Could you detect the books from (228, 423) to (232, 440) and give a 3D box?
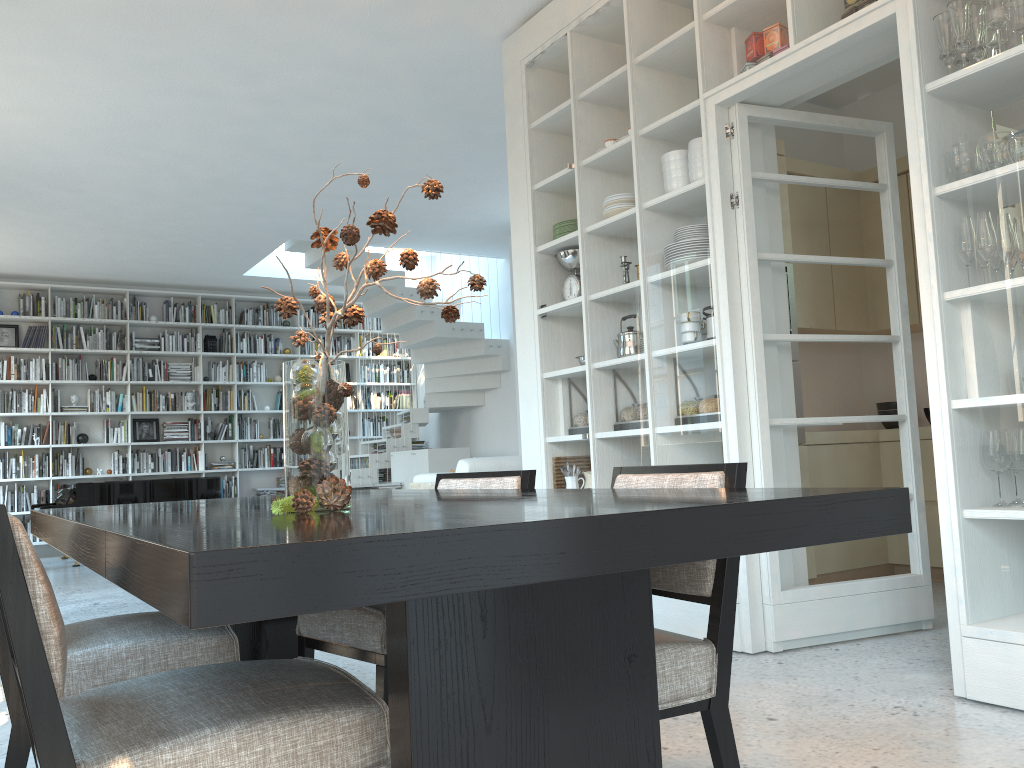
[{"bbox_3d":[-3.622,0.613,11.329,0.029,0.223,0.171,0,-5,-32],"label":"books"}]

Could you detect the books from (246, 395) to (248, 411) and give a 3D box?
[{"bbox_3d":[-3.456,0.257,11.489,0.014,0.209,0.156,0,-5,-32],"label":"books"}]

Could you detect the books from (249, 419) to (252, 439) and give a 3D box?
[{"bbox_3d":[-3.398,0.593,11.482,0.012,0.267,0.183,0,-5,-32],"label":"books"}]

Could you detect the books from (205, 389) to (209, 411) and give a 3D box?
[{"bbox_3d":[-3.873,0.212,11.228,0.035,0.293,0.145,0,-5,-32],"label":"books"}]

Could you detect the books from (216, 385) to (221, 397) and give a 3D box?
[{"bbox_3d":[-3.746,0.191,11.313,0.021,0.337,0.169,0,-5,-32],"label":"books"}]

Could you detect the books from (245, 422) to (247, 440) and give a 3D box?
[{"bbox_3d":[-3.451,0.612,11.433,0.011,0.226,0.188,0,-5,-32],"label":"books"}]

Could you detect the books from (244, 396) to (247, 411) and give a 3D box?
[{"bbox_3d":[-3.462,0.263,11.454,0.017,0.192,0.191,0,-6,-32],"label":"books"}]

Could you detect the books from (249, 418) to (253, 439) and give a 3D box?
[{"bbox_3d":[-3.390,0.586,11.506,0.006,0.285,0.159,0,-5,-32],"label":"books"}]

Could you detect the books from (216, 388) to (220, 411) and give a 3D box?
[{"bbox_3d":[-3.746,0.211,11.289,0.019,0.292,0.182,0,-5,-32],"label":"books"}]

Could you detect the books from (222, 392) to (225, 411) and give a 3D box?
[{"bbox_3d":[-3.697,0.237,11.313,0.027,0.241,0.189,0,-5,-32],"label":"books"}]

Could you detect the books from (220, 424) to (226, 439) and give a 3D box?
[{"bbox_3d":[-3.708,0.621,11.307,0.090,0.215,0.139,0,-5,-32],"label":"books"}]

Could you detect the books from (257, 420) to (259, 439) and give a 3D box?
[{"bbox_3d":[-3.323,0.603,11.538,0.013,0.251,0.173,0,-5,-32],"label":"books"}]

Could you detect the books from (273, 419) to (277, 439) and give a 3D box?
[{"bbox_3d":[-3.127,0.598,11.662,0.015,0.262,0.150,0,-5,-32],"label":"books"}]

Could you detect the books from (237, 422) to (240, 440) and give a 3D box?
[{"bbox_3d":[-3.535,0.608,11.418,0.011,0.239,0.136,0,-5,-32],"label":"books"}]

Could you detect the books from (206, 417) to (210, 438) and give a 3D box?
[{"bbox_3d":[-3.846,0.571,11.213,0.013,0.306,0.141,0,-5,-32],"label":"books"}]

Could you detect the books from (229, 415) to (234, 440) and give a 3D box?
[{"bbox_3d":[-3.593,0.563,11.363,0.014,0.324,0.183,0,-5,-32],"label":"books"}]

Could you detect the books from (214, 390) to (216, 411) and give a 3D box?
[{"bbox_3d":[-3.803,0.222,11.296,0.035,0.278,0.139,0,-5,-32],"label":"books"}]

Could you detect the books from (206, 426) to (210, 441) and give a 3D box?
[{"bbox_3d":[-3.852,0.627,11.185,0.027,0.192,0.182,0,-6,-32],"label":"books"}]

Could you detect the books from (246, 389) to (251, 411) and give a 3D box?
[{"bbox_3d":[-3.417,0.218,11.519,0.013,0.287,0.159,0,-5,-32],"label":"books"}]

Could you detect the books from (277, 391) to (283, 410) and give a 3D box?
[{"bbox_3d":[-3.063,0.232,11.735,0.021,0.264,0.174,0,-5,-32],"label":"books"}]

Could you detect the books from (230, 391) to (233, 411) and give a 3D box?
[{"bbox_3d":[-3.621,0.228,11.403,0.033,0.268,0.142,0,-5,-32],"label":"books"}]

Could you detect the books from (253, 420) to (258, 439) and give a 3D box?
[{"bbox_3d":[-3.334,0.598,11.530,0.014,0.261,0.142,0,-5,-32],"label":"books"}]

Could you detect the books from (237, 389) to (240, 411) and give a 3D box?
[{"bbox_3d":[-3.548,0.216,11.427,0.035,0.287,0.191,0,-5,-32],"label":"books"}]

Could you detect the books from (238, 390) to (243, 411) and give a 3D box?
[{"bbox_3d":[-3.501,0.219,11.437,0.013,0.278,0.192,0,-5,-32],"label":"books"}]

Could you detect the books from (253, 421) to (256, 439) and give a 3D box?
[{"bbox_3d":[-3.357,0.609,11.513,0.015,0.238,0.176,0,-5,-32],"label":"books"}]

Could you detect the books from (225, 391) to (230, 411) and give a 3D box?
[{"bbox_3d":[-3.647,0.227,11.372,0.032,0.266,0.143,0,-5,-32],"label":"books"}]

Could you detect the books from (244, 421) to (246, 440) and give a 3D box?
[{"bbox_3d":[-3.467,0.602,11.437,0.013,0.248,0.165,0,-5,-32],"label":"books"}]

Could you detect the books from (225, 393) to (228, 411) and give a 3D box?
[{"bbox_3d":[-3.670,0.241,11.363,0.028,0.239,0.145,0,-5,-32],"label":"books"}]

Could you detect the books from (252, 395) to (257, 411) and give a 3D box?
[{"bbox_3d":[-3.361,0.256,11.527,0.051,0.210,0.177,0,-6,-32],"label":"books"}]

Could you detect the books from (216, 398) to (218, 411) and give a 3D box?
[{"bbox_3d":[-3.781,0.271,11.307,0.030,0.181,0.131,0,-5,-32],"label":"books"}]

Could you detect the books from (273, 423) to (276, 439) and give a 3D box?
[{"bbox_3d":[-3.132,0.620,11.640,0.016,0.215,0.178,0,-5,-32],"label":"books"}]

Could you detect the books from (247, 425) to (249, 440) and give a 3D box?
[{"bbox_3d":[-3.433,0.633,11.451,0.013,0.186,0.184,0,-6,-32],"label":"books"}]

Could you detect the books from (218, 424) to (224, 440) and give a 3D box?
[{"bbox_3d":[-3.721,0.622,11.290,0.090,0.212,0.143,0,-5,-32],"label":"books"}]

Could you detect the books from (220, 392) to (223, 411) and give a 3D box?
[{"bbox_3d":[-3.731,0.234,11.322,0.033,0.253,0.175,0,-5,-32],"label":"books"}]

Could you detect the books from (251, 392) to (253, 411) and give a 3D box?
[{"bbox_3d":[-3.402,0.236,11.536,0.007,0.254,0.161,0,-5,-32],"label":"books"}]

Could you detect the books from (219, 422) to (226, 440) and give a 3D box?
[{"bbox_3d":[-3.708,0.608,11.298,0.094,0.238,0.150,0,-5,-32],"label":"books"}]

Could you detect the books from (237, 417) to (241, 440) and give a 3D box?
[{"bbox_3d":[-3.516,0.579,11.416,0.018,0.295,0.177,0,-5,-32],"label":"books"}]

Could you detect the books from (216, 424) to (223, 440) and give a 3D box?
[{"bbox_3d":[-3.735,0.621,11.262,0.089,0.210,0.176,0,-6,-32],"label":"books"}]

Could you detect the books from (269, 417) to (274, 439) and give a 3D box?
[{"bbox_3d":[-3.161,0.586,11.658,0.016,0.289,0.131,0,-5,-32],"label":"books"}]

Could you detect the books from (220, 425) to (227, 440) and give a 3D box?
[{"bbox_3d":[-3.691,0.626,11.304,0.091,0.205,0.169,0,-6,-32],"label":"books"}]

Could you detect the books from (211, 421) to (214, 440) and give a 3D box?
[{"bbox_3d":[-3.819,0.601,11.239,0.035,0.248,0.141,0,-5,-32],"label":"books"}]

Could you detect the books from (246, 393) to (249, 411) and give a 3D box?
[{"bbox_3d":[-3.440,0.241,11.506,0.017,0.242,0.132,0,-5,-32],"label":"books"}]

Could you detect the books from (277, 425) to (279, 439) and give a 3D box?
[{"bbox_3d":[-3.109,0.627,11.692,0.031,0.208,0.122,0,-5,-32],"label":"books"}]

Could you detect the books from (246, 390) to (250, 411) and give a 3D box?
[{"bbox_3d":[-3.427,0.226,11.505,0.006,0.270,0.178,0,-5,-32],"label":"books"}]

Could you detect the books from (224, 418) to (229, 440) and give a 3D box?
[{"bbox_3d":[-3.652,0.583,11.338,0.013,0.285,0.139,0,-5,-32],"label":"books"}]

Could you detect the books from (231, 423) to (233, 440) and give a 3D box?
[{"bbox_3d":[-3.607,0.612,11.352,0.021,0.226,0.148,0,-5,-32],"label":"books"}]

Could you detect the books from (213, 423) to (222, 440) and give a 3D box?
[{"bbox_3d":[-3.748,0.612,11.250,0.095,0.228,0.190,0,-6,-32],"label":"books"}]

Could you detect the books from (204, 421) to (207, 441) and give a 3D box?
[{"bbox_3d":[-3.888,0.598,11.190,0.028,0.252,0.142,0,-5,-32],"label":"books"}]

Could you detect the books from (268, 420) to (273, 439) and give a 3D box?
[{"bbox_3d":[-3.168,0.603,11.637,0.019,0.251,0.130,0,-5,-32],"label":"books"}]

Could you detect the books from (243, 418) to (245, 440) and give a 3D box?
[{"bbox_3d":[-3.474,0.584,11.431,0.005,0.283,0.159,0,-5,-32],"label":"books"}]

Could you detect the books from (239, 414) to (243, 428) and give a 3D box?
[{"bbox_3d":[-3.499,0.558,11.447,0.007,0.341,0.149,0,-5,-32],"label":"books"}]

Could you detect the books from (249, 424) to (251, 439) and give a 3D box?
[{"bbox_3d":[-3.413,0.626,11.483,0.013,0.203,0.167,0,-5,-32],"label":"books"}]

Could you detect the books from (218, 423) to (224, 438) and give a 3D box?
[{"bbox_3d":[-3.733,0.616,11.289,0.095,0.226,0.144,0,-5,-32],"label":"books"}]

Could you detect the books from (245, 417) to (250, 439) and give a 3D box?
[{"bbox_3d":[-3.423,0.578,11.461,0.014,0.296,0.175,0,-5,-32],"label":"books"}]

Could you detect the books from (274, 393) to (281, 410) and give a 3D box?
[{"bbox_3d":[-3.098,0.245,11.720,0.056,0.241,0.153,0,-5,-32],"label":"books"}]

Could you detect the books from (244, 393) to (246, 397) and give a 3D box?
[{"bbox_3d":[-3.466,0.240,11.485,0.008,0.242,0.169,0,-5,-32],"label":"books"}]

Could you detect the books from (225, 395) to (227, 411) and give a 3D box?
[{"bbox_3d":[-3.680,0.257,11.332,0.034,0.204,0.181,0,-6,-32],"label":"books"}]

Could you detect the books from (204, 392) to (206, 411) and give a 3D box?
[{"bbox_3d":[-3.911,0.237,11.233,0.013,0.246,0.177,0,-5,-32],"label":"books"}]
